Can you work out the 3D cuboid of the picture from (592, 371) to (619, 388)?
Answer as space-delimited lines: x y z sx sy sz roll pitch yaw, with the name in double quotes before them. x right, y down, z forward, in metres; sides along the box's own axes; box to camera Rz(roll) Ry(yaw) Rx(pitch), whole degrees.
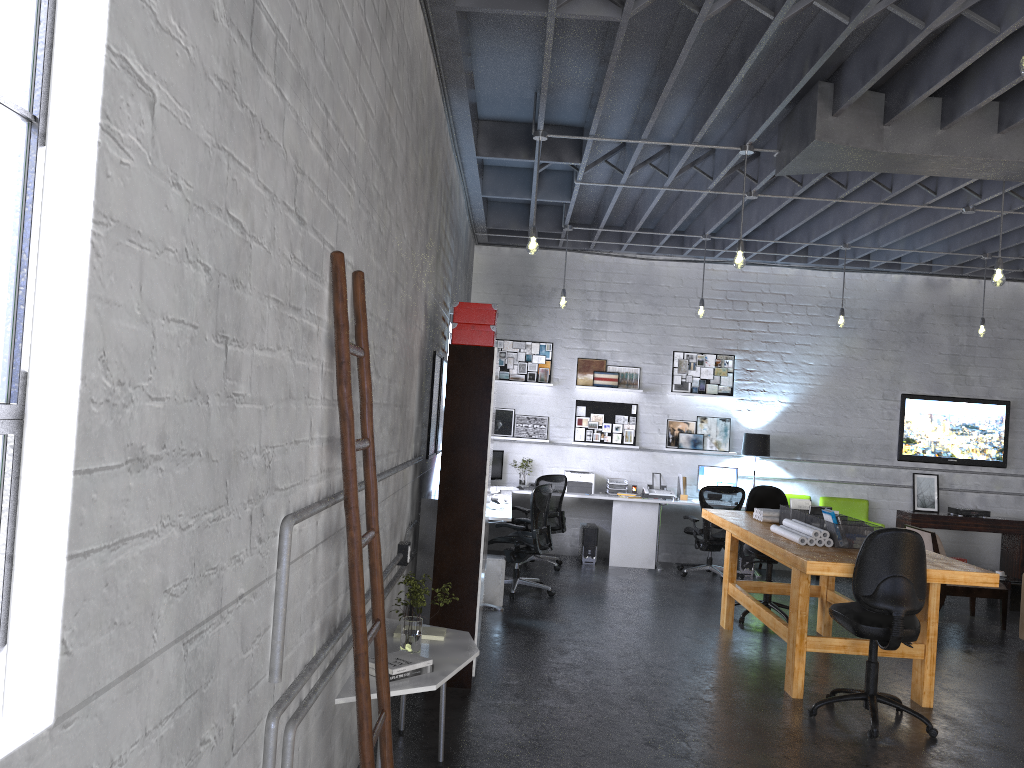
"picture" 1.129 -0.050 10.668 0.311 0.196 0.029 4 -1 0

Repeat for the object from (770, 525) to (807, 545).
"object" 1.901 1.036 6.112 0.057 0.058 0.635 4 -2 0

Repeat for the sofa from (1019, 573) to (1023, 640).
"sofa" 5.418 1.948 6.952 2.330 0.628 1.105 4 -2 0

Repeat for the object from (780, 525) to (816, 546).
"object" 1.958 1.041 6.112 0.058 0.057 0.635 4 -2 0

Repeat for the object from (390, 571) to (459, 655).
"object" -0.418 1.051 4.055 0.297 0.362 0.271 3 -2 35

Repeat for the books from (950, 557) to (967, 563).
"books" 4.812 1.909 9.623 0.185 0.041 0.129 4 -2 -5

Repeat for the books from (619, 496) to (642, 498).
"books" 1.363 1.299 10.195 0.211 0.014 0.148 5 -2 -35

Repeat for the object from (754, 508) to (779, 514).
"object" 2.243 1.054 7.245 0.519 0.047 0.046 4 -1 0

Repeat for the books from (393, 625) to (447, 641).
"books" -0.453 1.231 4.394 0.248 0.021 0.177 4 -2 0

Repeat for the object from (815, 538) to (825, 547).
"object" 2.014 1.044 6.112 0.057 0.058 0.635 4 -2 0

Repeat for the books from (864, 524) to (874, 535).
"books" 2.607 1.103 6.784 0.244 0.067 0.299 4 -2 10

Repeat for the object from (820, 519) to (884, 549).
"object" 2.263 1.006 5.928 0.316 0.156 0.306 4 -2 0

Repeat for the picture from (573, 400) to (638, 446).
"picture" 1.128 0.466 10.670 0.749 0.503 0.058 4 -1 0

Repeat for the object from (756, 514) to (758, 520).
"object" 2.241 1.091 7.175 0.519 0.047 0.047 4 -1 0

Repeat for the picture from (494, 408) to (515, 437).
"picture" -0.152 0.459 10.679 0.355 0.343 0.042 4 -1 0

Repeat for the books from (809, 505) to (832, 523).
"books" 2.223 0.989 6.417 0.158 0.214 0.063 4 -1 0

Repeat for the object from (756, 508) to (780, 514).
"object" 2.243 1.052 7.198 0.519 0.047 0.046 4 -1 0

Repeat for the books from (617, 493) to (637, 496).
"books" 1.322 1.268 10.181 0.211 0.014 0.148 3 -2 15

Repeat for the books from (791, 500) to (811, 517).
"books" 2.271 1.018 6.955 0.158 0.200 0.082 4 -1 0

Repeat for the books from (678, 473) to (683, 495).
"books" 1.991 1.209 10.480 0.036 0.296 0.210 4 -1 0

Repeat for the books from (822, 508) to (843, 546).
"books" 2.141 0.957 5.920 0.108 0.234 0.166 4 -1 0

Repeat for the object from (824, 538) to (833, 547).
"object" 2.071 1.049 6.112 0.058 0.057 0.635 4 -2 0

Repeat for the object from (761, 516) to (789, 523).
"object" 2.241 1.086 7.035 0.519 0.047 0.047 4 -1 0

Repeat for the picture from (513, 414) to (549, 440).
"picture" 0.230 0.518 10.675 0.410 0.277 0.036 4 -1 0

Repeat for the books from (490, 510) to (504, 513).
"books" -0.202 1.113 7.814 0.213 0.012 0.158 3 -2 25

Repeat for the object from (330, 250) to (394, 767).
"object" -0.473 0.661 2.905 0.320 2.120 0.425 4 -1 0

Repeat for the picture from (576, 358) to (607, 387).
"picture" 0.956 -0.134 10.688 0.355 0.343 0.042 4 -1 0

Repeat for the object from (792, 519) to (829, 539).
"object" 2.047 0.998 6.113 0.057 0.057 0.635 4 -2 0

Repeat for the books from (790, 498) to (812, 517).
"books" 2.275 1.012 6.987 0.171 0.210 0.046 4 -1 0

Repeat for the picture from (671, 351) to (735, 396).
"picture" 2.302 -0.123 10.679 0.749 0.503 0.058 4 -1 0

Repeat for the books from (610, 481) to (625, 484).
"books" 1.241 1.170 10.514 0.134 0.008 0.203 4 -2 -17

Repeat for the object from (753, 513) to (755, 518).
"object" 2.241 1.095 7.268 0.519 0.047 0.047 4 -1 0

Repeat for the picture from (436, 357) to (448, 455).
"picture" -0.578 0.183 7.346 0.020 0.780 0.607 4 -1 0

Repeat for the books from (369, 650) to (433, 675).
"books" -0.483 1.176 3.746 0.185 0.022 0.234 2 -2 38

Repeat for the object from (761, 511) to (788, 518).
"object" 2.243 1.047 7.050 0.519 0.047 0.046 4 -1 -2

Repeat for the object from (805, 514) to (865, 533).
"object" 2.264 1.016 6.235 0.316 0.156 0.306 4 -2 0

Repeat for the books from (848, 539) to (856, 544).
"books" 2.317 1.047 5.930 0.141 0.021 0.203 4 -2 1

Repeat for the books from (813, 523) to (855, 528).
"books" 2.258 1.003 6.238 0.232 0.027 0.184 5 -2 -28

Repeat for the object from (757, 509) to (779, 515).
"object" 2.243 1.050 7.152 0.519 0.047 0.046 4 -1 0

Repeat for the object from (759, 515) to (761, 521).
"object" 2.241 1.088 7.082 0.519 0.047 0.047 4 -1 0

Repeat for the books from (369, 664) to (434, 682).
"books" -0.485 1.203 3.756 0.185 0.031 0.250 2 -3 42

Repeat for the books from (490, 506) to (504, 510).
"books" -0.199 1.091 7.821 0.212 0.010 0.171 3 -2 26

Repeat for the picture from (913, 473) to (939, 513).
"picture" 4.962 1.304 10.631 0.308 0.457 0.092 4 -1 0

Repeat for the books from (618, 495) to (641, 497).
"books" 1.347 1.284 10.184 0.211 0.014 0.148 5 -2 -25

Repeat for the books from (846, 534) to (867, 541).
"books" 2.314 1.025 5.926 0.127 0.022 0.181 4 -2 -5

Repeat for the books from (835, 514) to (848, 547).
"books" 2.174 0.971 5.905 0.097 0.209 0.158 4 -1 0

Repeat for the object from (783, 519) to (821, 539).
"object" 1.990 0.994 6.113 0.057 0.057 0.635 4 -2 0

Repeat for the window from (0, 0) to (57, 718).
"window" -0.668 -0.186 0.305 0.030 1.219 1.822 4 -2 0

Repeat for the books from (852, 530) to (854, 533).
"books" 2.267 1.029 6.242 0.250 0.022 0.205 4 -2 5

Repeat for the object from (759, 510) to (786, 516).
"object" 2.243 1.049 7.106 0.519 0.047 0.046 4 -1 0

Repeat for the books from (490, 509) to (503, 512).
"books" -0.204 1.102 7.817 0.209 0.012 0.158 3 -2 23

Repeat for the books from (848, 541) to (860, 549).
"books" 2.312 1.071 5.929 0.155 0.029 0.226 4 -2 0

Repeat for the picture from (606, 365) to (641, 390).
"picture" 1.337 -0.075 10.684 0.410 0.277 0.036 4 -1 0

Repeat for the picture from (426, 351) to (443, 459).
"picture" -0.579 0.160 6.644 0.020 0.780 0.607 4 -1 0

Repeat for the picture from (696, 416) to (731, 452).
"picture" 2.421 0.602 10.672 0.410 0.408 0.047 4 -1 0

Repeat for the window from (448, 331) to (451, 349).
"window" -0.663 0.092 8.621 0.030 1.219 1.822 4 -2 0

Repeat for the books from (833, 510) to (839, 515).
"books" 2.291 1.009 6.447 0.143 0.188 0.061 4 -1 0

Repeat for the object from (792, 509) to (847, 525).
"object" 2.264 1.027 6.543 0.316 0.156 0.306 4 -2 0

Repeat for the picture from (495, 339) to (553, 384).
"picture" 0.108 -0.273 10.683 0.749 0.503 0.058 4 -1 0

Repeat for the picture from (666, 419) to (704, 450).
"picture" 2.083 0.610 10.663 0.452 0.345 0.054 4 -1 0
